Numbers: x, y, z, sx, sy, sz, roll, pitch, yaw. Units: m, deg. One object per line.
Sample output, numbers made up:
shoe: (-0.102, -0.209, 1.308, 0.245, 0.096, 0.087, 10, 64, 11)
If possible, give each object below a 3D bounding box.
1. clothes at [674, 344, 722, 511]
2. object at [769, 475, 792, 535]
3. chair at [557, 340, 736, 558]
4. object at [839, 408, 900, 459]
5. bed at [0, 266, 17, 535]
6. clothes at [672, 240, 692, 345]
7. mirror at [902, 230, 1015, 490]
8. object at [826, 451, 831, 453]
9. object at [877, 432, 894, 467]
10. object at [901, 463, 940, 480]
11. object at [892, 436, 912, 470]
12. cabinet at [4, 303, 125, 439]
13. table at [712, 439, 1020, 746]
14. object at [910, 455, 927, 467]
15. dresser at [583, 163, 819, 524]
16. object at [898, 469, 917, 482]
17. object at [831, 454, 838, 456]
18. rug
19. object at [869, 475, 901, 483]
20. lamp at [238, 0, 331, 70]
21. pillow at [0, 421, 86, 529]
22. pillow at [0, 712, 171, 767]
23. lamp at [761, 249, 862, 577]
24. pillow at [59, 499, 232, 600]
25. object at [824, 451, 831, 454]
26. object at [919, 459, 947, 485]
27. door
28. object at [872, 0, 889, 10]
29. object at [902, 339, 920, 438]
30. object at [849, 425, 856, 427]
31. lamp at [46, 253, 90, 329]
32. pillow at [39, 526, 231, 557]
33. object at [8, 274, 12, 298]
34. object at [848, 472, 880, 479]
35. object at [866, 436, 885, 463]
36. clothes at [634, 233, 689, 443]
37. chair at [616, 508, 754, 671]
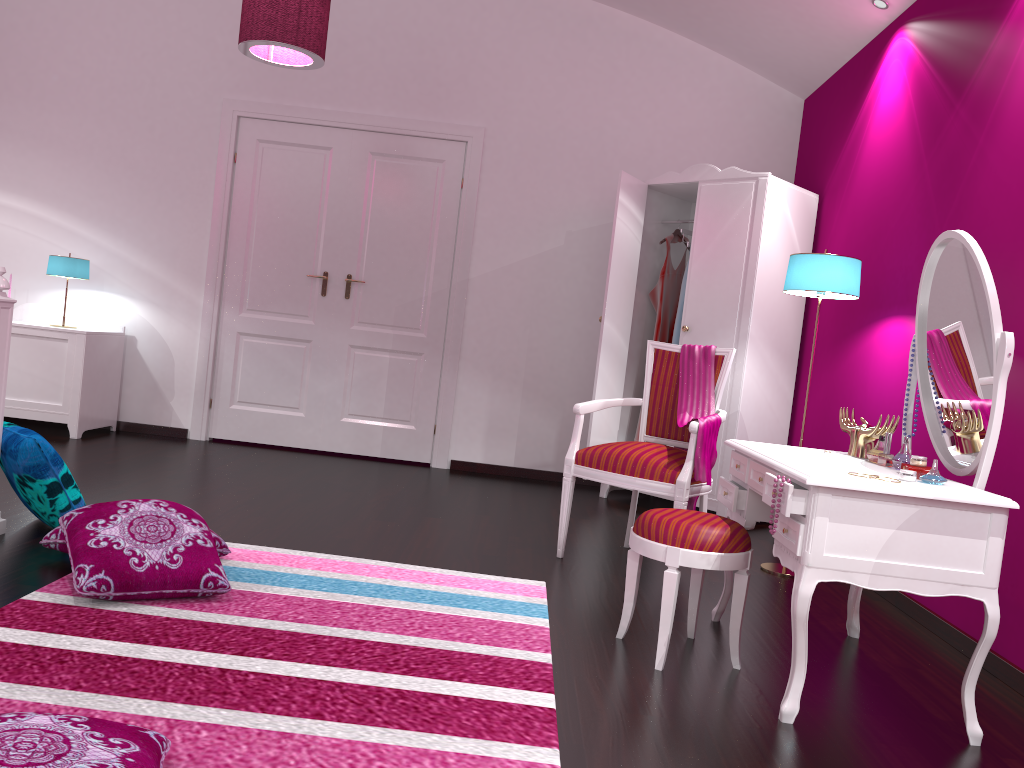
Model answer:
clothes: (0.723, 0.226, 3.486, 0.162, 0.777, 0.601, 7, 2, 5)
object: (0.653, 0.297, 2.161, 0.032, 0.143, 0.063, 7, 2, 1)
chair: (0.558, 0.274, 3.521, 0.528, 0.901, 0.511, 8, 3, 36)
object: (1.101, 0.156, 2.752, 0.085, 0.145, 0.248, 6, 3, -12)
bed: (-2.786, -0.166, 2.016, 2.317, 1.143, 2.167, 7, 2, 1)
clothes: (1.017, -0.256, 5.042, 0.180, 1.199, 0.191, 8, 3, 24)
mirror: (1.215, -0.005, 2.450, 0.138, 0.829, 0.544, 7, 2, 1)
object: (0.993, 0.212, 2.787, 0.020, 0.006, 0.020, 7, 2, 7)
object: (1.069, 0.187, 2.527, 0.030, 0.096, 0.030, 5, 3, -28)
object: (1.061, 0.230, 2.308, 0.075, 0.027, 0.122, 7, 3, 16)
object: (1.091, 0.193, 2.464, 0.059, 0.094, 0.059, 9, 3, 40)
cabinet: (-2.996, -0.126, 5.261, 1.142, 0.734, 0.506, 7, 2, 1)
table: (0.891, 0.515, 2.478, 0.526, 0.592, 0.856, 7, 2, 1)
object: (1.068, 0.203, 2.328, 0.040, 0.026, 0.040, 7, 2, 1)
dresser: (0.969, -0.236, 4.853, 0.875, 1.893, 0.842, 4, 3, -44)
object: (0.974, 0.226, 2.183, 0.040, 0.026, 0.040, 7, 2, 1)
object: (0.984, 0.215, 2.705, 0.020, 0.005, 0.021, 7, 3, 15)
rug: (-0.595, 0.655, 2.057, 1.400, 0.018, 2.100, 7, 2, 1)
object: (0.901, 0.229, 2.142, 0.073, 0.006, 0.073, 5, 3, -36)
lamp: (-0.984, -1.986, 2.947, 0.377, 1.129, 2.377, 7, 2, 1)
pillow: (-1.608, 0.323, 3.017, 0.402, 0.357, 0.264, 9, 3, 41)
pillow: (-0.753, 0.605, 1.356, 0.401, 0.107, 0.419, 6, 3, -14)
lamp: (1.222, 0.116, 3.691, 0.303, 1.352, 0.303, 4, 3, -44)
pillow: (-1.050, 0.463, 2.534, 0.425, 0.224, 0.391, 5, 3, -31)
object: (0.977, 0.213, 2.745, 0.022, 0.005, 0.020, 9, 3, 42)
object: (1.045, 0.217, 2.195, 0.082, 0.060, 0.059, 4, 3, -43)
door: (-1.095, -0.577, 5.511, 1.405, 2.001, 0.098, 7, 2, 1)
object: (1.673, -1.732, 4.014, 0.085, 0.058, 0.080, 7, 2, 1)
object: (1.217, 0.005, 2.678, 0.044, 0.320, 0.022, 7, 2, 1)
object: (1.075, 0.133, 2.800, 0.020, 0.007, 0.020, 6, 3, -19)
lamp: (-2.621, -0.552, 5.220, 0.229, 0.438, 0.229, 4, 3, -44)
pillow: (-1.183, 0.480, 2.809, 0.429, 0.142, 0.400, 8, 3, 25)
object: (-3.114, -0.532, 5.260, 0.285, 0.284, 0.043, 6, 3, -11)
object: (0.866, 0.225, 2.184, 0.073, 0.003, 0.073, 7, 3, 11)
object: (1.077, 0.192, 2.593, 0.045, 0.081, 0.098, 6, 3, -22)
clothes: (0.863, -0.266, 5.164, 0.315, 1.237, 0.173, 4, 3, -42)
chair: (0.490, 0.568, 2.506, 0.337, 0.390, 0.337, 6, 2, -2)
